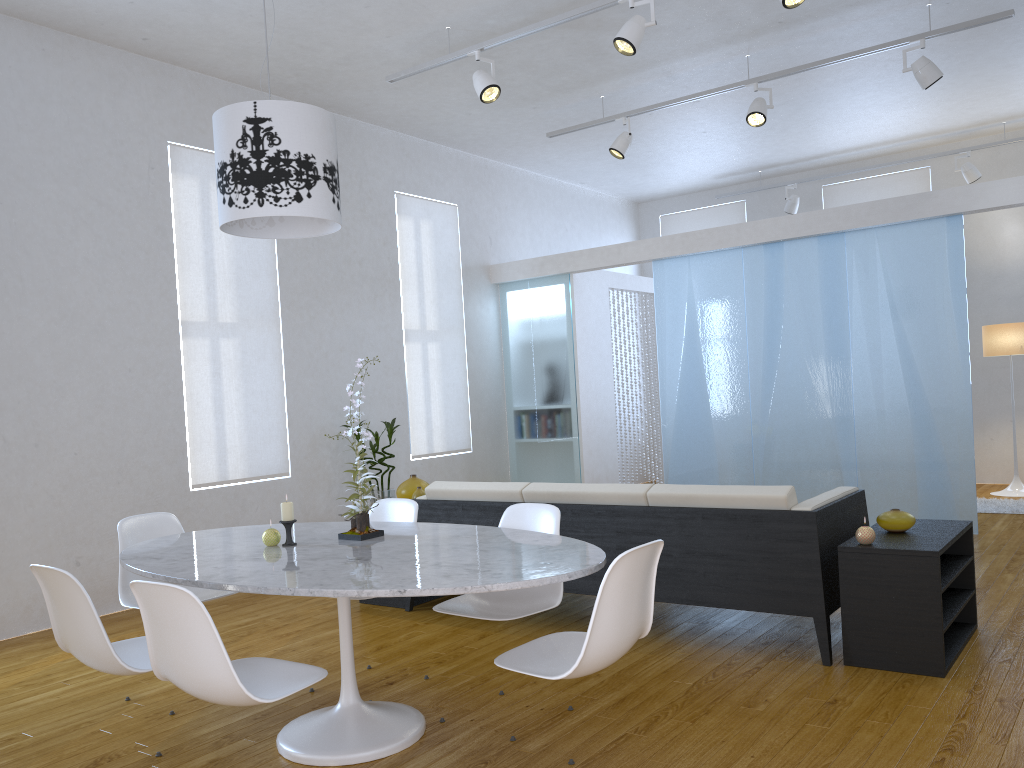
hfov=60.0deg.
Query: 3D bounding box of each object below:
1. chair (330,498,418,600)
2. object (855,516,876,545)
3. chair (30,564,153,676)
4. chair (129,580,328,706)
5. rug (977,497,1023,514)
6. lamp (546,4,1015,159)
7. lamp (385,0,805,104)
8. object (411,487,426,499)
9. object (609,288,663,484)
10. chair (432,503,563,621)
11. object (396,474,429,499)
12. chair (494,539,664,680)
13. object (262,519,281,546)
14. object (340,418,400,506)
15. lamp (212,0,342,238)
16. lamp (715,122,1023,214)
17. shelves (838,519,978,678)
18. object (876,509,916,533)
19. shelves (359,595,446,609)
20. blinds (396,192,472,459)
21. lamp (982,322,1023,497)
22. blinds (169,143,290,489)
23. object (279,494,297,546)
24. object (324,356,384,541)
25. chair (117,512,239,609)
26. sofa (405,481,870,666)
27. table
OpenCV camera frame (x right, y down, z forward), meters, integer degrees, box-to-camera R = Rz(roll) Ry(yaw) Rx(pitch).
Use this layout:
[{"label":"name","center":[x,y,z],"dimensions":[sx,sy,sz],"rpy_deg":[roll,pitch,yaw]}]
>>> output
[{"label":"chair","center":[-0.572,0.647,3.452],"dimensions":[0.406,0.352,0.419],"rpy_deg":[-3,0,35]},{"label":"object","center":[1.336,0.553,3.353],"dimensions":[0.071,0.104,0.071],"rpy_deg":[-4,1,-27]},{"label":"chair","center":[-1.155,0.670,2.608],"dimensions":[0.406,0.352,0.419],"rpy_deg":[-3,0,39]},{"label":"chair","center":[-0.731,0.641,2.284],"dimensions":[0.406,0.352,0.419],"rpy_deg":[-3,0,34]},{"label":"rug","center":[3.906,0.929,6.834],"dimensions":[1.096,0.047,0.755],"rpy_deg":[-4,-1,36]},{"label":"lamp","center":[1.533,-1.909,5.841],"dimensions":[3.120,0.487,0.205],"rpy_deg":[-4,0,34]},{"label":"lamp","center":[0.513,-1.867,4.492],"dimensions":[3.120,0.487,0.222],"rpy_deg":[-4,0,36]},{"label":"object","center":[-0.513,0.652,4.935],"dimensions":[0.095,0.160,0.095],"rpy_deg":[-3,1,-13]},{"label":"object","center":[1.193,0.111,8.495],"dimensions":[0.051,2.017,0.922],"rpy_deg":[-3,1,36]},{"label":"chair","center":[-0.036,0.610,3.034],"dimensions":[0.406,0.352,0.419],"rpy_deg":[-3,0,40]},{"label":"object","center":[-0.561,0.630,5.098],"dimensions":[0.207,0.215,0.207],"rpy_deg":[-3,0,-13]},{"label":"chair","center":[0.187,0.589,2.367],"dimensions":[0.419,0.352,0.405],"rpy_deg":[-3,0,38]},{"label":"object","center":[-0.829,0.510,3.050],"dimensions":[0.062,0.091,0.063],"rpy_deg":[-3,1,-6]},{"label":"object","center":[-0.999,0.742,6.366],"dimensions":[0.380,0.981,0.483],"rpy_deg":[-3,1,8]},{"label":"lamp","center":[-0.819,-1.292,2.965],"dimensions":[0.399,1.539,0.399],"rpy_deg":[-3,1,2]},{"label":"lamp","center":[3.427,-1.987,8.456],"dimensions":[3.121,0.487,0.197],"rpy_deg":[-4,0,34]},{"label":"shelves","center":[1.594,0.818,3.537],"dimensions":[0.349,0.451,0.729],"rpy_deg":[-3,0,36]},{"label":"object","center":[1.548,0.550,3.574],"dimensions":[0.146,0.090,0.146],"rpy_deg":[-3,0,-13]},{"label":"shelves","center":[-0.497,0.959,5.058],"dimensions":[0.349,0.451,0.729],"rpy_deg":[-3,0,36]},{"label":"blinds","center":[-0.634,-0.467,7.307],"dimensions":[0.007,2.113,0.761],"rpy_deg":[-3,1,36]},{"label":"lamp","center":[4.277,0.215,7.563],"dimensions":[0.412,1.451,0.413],"rpy_deg":[-4,1,-35]},{"label":"blinds","center":[-1.797,-0.420,5.702],"dimensions":[0.007,2.112,0.761],"rpy_deg":[-3,1,36]},{"label":"object","center":[-0.767,0.464,3.035],"dimensions":[0.059,0.176,0.059],"rpy_deg":[-3,1,21]},{"label":"object","center":[-0.559,0.227,3.098],"dimensions":[0.202,0.638,0.166],"rpy_deg":[-4,1,-26]},{"label":"chair","center":[-1.316,0.690,3.462],"dimensions":[0.419,0.352,0.405],"rpy_deg":[-3,0,38]},{"label":"sofa","center":[0.949,0.770,4.860],"dimensions":[5.341,0.679,9.713],"rpy_deg":[-4,-1,36]},{"label":"table","center":[-0.546,0.850,2.922],"dimensions":[1.911,0.623,1.069],"rpy_deg":[-4,0,35]}]
